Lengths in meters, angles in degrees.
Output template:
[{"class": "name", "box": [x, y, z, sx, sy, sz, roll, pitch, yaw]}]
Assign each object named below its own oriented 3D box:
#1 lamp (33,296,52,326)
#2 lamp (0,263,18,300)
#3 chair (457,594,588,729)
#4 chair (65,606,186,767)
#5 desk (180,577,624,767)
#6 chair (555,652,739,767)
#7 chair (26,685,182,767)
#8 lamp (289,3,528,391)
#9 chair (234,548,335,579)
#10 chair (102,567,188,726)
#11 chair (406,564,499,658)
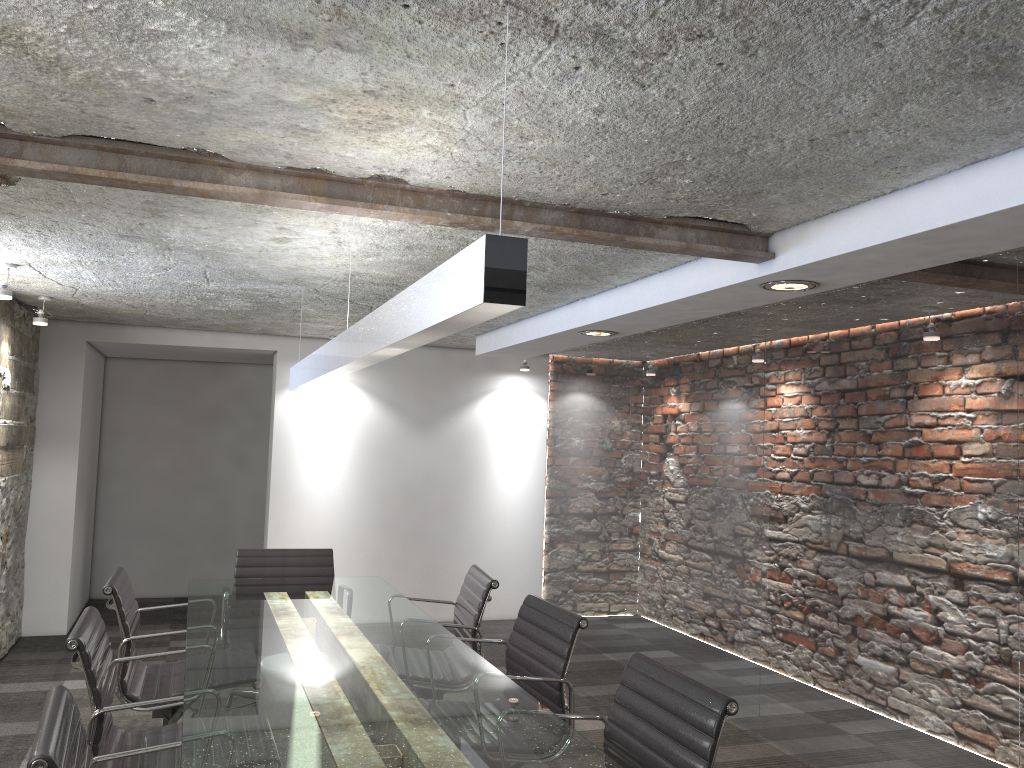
[{"class": "lamp", "box": [-2.679, -0.417, 5.061, 0.077, 0.165, 0.098, 1, -4, 13]}, {"class": "lamp", "box": [-2.328, -0.471, 4.080, 0.077, 0.165, 0.098, 1, -4, 13]}, {"class": "chair", "box": [-0.116, 1.189, 3.036, 0.667, 0.837, 0.693, 4, -4, -30]}, {"class": "chair", "box": [-1.032, 1.134, 2.696, 0.667, 0.837, 0.693, 4, -4, -29]}, {"class": "desk", "box": [-0.583, 1.223, 2.838, 0.909, 0.711, 3.154, 3, -4, -19]}, {"class": "chair", "box": [0.155, 1.137, 2.137, 0.667, 0.837, 0.693, 4, -4, -28]}, {"class": "chair", "box": [-0.676, 1.088, 1.832, 0.667, 0.837, 0.693, 4, -5, -32]}, {"class": "lamp", "box": [-0.533, -0.308, 2.939, 0.073, 0.524, 3.159, 3, -4, -19]}, {"class": "chair", "box": [-1.071, 1.234, 4.192, 0.693, 0.837, 0.667, 4, -4, -27]}, {"class": "chair", "box": [-1.311, 1.181, 3.530, 0.667, 0.837, 0.693, 4, -4, -28]}, {"class": "chair", "box": [-0.403, 1.233, 3.831, 0.667, 0.837, 0.693, 4, -4, -21]}]
